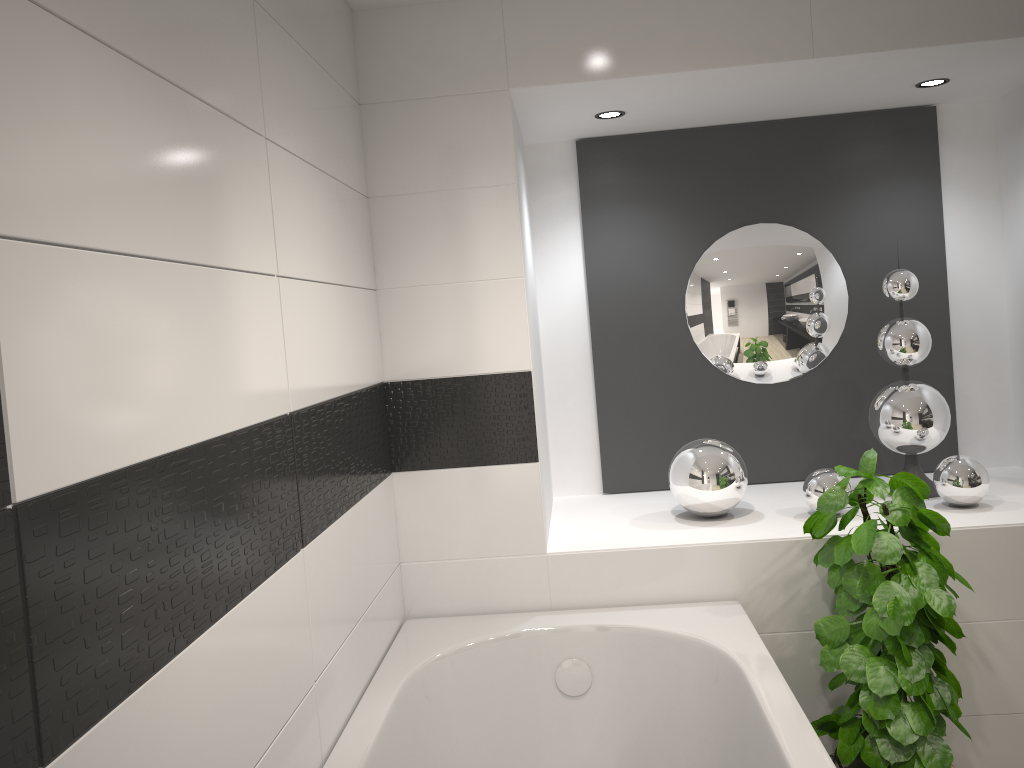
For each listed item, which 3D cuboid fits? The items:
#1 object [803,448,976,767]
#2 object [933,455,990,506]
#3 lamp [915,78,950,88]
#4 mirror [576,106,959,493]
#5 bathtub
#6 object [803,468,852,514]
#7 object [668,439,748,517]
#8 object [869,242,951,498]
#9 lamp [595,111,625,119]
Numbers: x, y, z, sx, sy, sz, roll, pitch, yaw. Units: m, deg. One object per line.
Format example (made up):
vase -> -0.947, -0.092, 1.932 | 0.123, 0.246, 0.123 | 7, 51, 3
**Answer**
object -> 1.005, 0.742, 2.383 | 0.439, 1.130, 0.418 | -7, 3, -45
object -> 1.440, 0.310, 2.843 | 0.163, 0.163, 0.163 | -4, 3, 18
lamp -> 1.421, -1.017, 2.996 | 0.106, 0.004, 0.105 | -7, 4, -29
mirror -> 0.979, -0.308, 3.400 | 1.360, 1.380, 0.078 | -4, 2, 4
bathtub -> 0.126, 1.098, 1.603 | 1.008, 0.675, 2.183 | -4, 4, 4
object -> 1.019, 0.349, 2.866 | 0.150, 0.150, 0.150 | -4, 3, 18
object -> 0.658, 0.315, 2.983 | 0.260, 0.261, 0.261 | -4, 3, 17
object -> 1.372, -0.069, 3.091 | 0.260, 0.896, 0.261 | -4, 2, 17
lamp -> 0.340, -0.933, 3.076 | 0.105, 0.004, 0.106 | -5, 4, -11
